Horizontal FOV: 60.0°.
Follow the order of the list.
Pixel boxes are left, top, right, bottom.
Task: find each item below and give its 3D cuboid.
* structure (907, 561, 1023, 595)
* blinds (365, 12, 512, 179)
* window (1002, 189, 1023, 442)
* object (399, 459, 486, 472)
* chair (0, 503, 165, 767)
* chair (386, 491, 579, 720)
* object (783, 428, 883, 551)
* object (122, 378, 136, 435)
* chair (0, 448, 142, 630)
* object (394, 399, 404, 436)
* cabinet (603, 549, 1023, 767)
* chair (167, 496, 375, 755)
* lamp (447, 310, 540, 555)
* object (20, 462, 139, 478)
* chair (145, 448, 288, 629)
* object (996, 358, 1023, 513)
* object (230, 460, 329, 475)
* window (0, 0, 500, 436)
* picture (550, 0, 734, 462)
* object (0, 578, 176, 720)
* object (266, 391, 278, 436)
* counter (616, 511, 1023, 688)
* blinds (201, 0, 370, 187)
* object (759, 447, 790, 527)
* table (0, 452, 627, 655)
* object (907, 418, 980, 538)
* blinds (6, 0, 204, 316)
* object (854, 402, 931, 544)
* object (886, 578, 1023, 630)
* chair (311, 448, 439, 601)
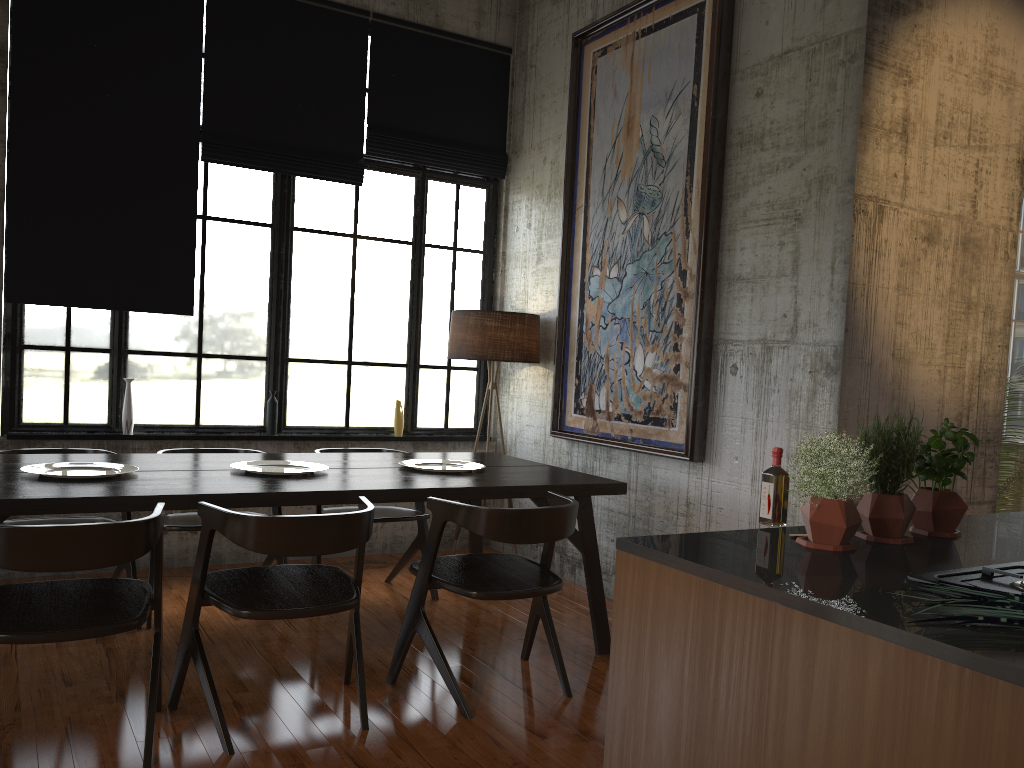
[{"bbox_3d":[1.437,0.419,1.780,1.097,0.019,0.677,2,1,-30],"label":"structure"},{"bbox_3d":[-0.584,-2.396,7.442,1.297,1.144,0.052,2,3,-30],"label":"blinds"},{"bbox_3d":[7.365,-0.866,12.267,4.284,3.441,0.050,2,3,-30],"label":"window"},{"bbox_3d":[-0.424,0.500,5.383,0.527,0.025,0.526,3,1,-20],"label":"object"},{"bbox_3d":[-1.805,0.989,3.547,0.878,0.995,0.768,2,3,-30],"label":"chair"},{"bbox_3d":[-0.092,1.060,4.500,0.878,0.995,0.768,2,3,-34],"label":"chair"},{"bbox_3d":[0.747,0.242,2.102,0.211,0.284,0.220,2,3,-22],"label":"object"},{"bbox_3d":[-2.770,0.162,6.403,0.082,0.411,0.082,4,3,20],"label":"object"},{"bbox_3d":[-2.657,0.910,5.165,0.878,0.995,0.768,2,3,-31],"label":"chair"},{"bbox_3d":[-0.950,0.282,7.462,0.073,0.319,0.074,4,3,22],"label":"object"},{"bbox_3d":[2.404,1.111,2.664,4.362,1.245,1.243,2,2,-30],"label":"cabinet"},{"bbox_3d":[-1.028,1.021,4.002,0.878,0.995,0.768,2,3,-31],"label":"chair"},{"bbox_3d":[-0.183,0.457,7.201,0.752,2.059,0.751,2,3,-18],"label":"lamp"},{"bbox_3d":[-2.131,0.430,4.385,0.527,0.025,0.526,3,1,-20],"label":"object"},{"bbox_3d":[-1.879,0.942,5.619,0.878,0.995,0.768,2,3,-30],"label":"chair"},{"bbox_3d":[3.315,0.666,6.551,1.513,2.066,1.885,3,2,-8],"label":"object"},{"bbox_3d":[-1.278,0.465,4.884,0.527,0.025,0.526,3,1,-20],"label":"object"},{"bbox_3d":[-1.777,-1.268,6.956,3.813,3.441,0.050,2,3,-30],"label":"window"},{"bbox_3d":[0.835,-1.099,6.185,0.142,3.125,1.652,1,3,-30],"label":"picture"},{"bbox_3d":[2.831,1.400,4.310,20.839,0.658,8.754,2,1,-30],"label":"object"},{"bbox_3d":[-1.873,0.229,6.924,0.080,0.352,0.080,3,3,1],"label":"object"},{"bbox_3d":[2.433,0.550,2.633,4.364,0.174,1.243,2,1,-30],"label":"counter"},{"bbox_3d":[-1.706,-2.314,6.797,1.255,1.400,0.051,2,3,-30],"label":"blinds"},{"bbox_3d":[0.703,0.273,2.367,0.056,0.209,0.056,1,3,-30],"label":"object"},{"bbox_3d":[-1.355,0.977,4.947,3.704,1.007,1.636,2,2,-30],"label":"table"},{"bbox_3d":[1.150,0.244,2.369,0.172,0.312,0.178,2,3,-24],"label":"object"},{"bbox_3d":[-2.823,-1.792,6.216,1.216,2.538,0.034,1,3,-30],"label":"blinds"},{"bbox_3d":[0.945,0.208,2.239,0.186,0.368,0.196,4,3,10],"label":"object"},{"bbox_3d":[0.838,0.369,1.478,0.391,0.068,0.184,3,1,16],"label":"object"},{"bbox_3d":[-1.005,0.977,6.139,0.878,0.995,0.768,2,3,-30],"label":"chair"}]
